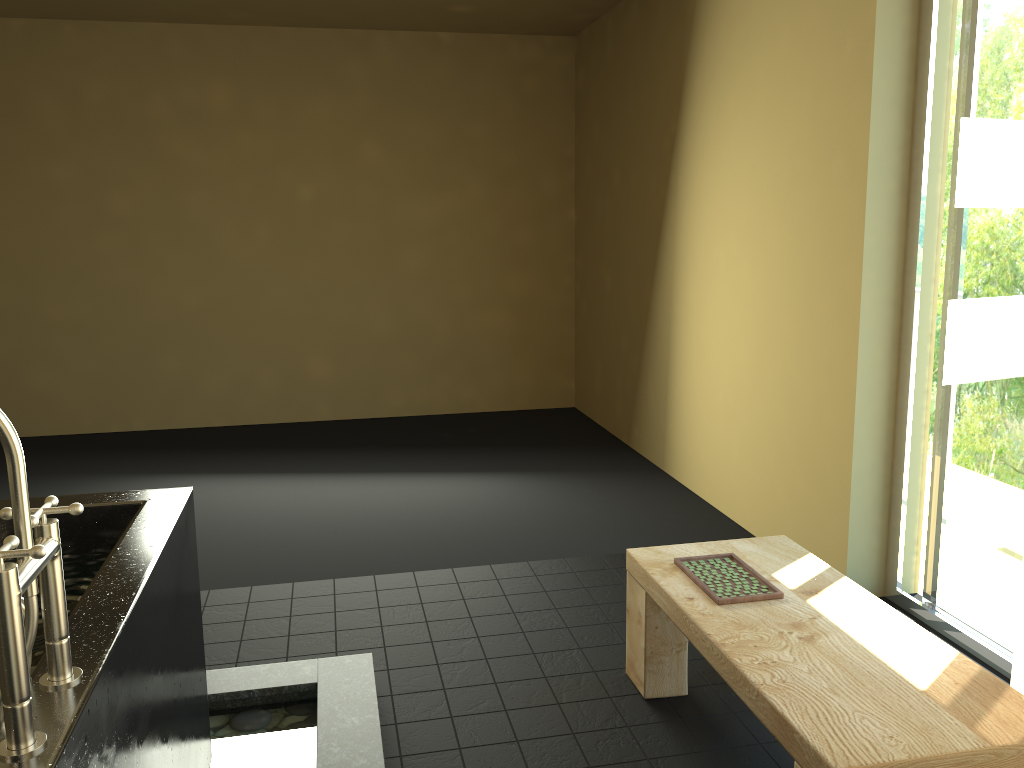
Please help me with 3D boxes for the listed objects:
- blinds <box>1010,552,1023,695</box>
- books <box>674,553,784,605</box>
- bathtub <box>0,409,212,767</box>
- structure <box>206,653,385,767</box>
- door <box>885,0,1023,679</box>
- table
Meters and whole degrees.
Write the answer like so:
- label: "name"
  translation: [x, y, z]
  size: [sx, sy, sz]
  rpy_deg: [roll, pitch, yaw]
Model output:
- label: "blinds"
  translation: [1.524, -0.198, 1.293]
  size: [0.064, 2.574, 1.948]
  rpy_deg: [-3, 10, -13]
- label: "books"
  translation: [0.581, 0.525, 2.407]
  size: [0.181, 0.014, 0.295]
  rpy_deg: [-3, 10, -12]
- label: "bathtub"
  translation: [-1.063, 0.573, 0.999]
  size: [1.068, 1.159, 2.137]
  rpy_deg: [-3, 10, -12]
- label: "structure"
  translation: [-0.996, 1.383, 0.691]
  size: [1.972, 0.634, 3.809]
  rpy_deg: [-3, 10, -12]
- label: "door"
  translation: [1.482, -0.265, 2.571]
  size: [0.063, 2.327, 1.040]
  rpy_deg: [-3, 10, -13]
- label: "table"
  translation: [0.710, 0.773, 2.188]
  size: [0.513, 0.399, 1.127]
  rpy_deg: [-3, 10, -12]
